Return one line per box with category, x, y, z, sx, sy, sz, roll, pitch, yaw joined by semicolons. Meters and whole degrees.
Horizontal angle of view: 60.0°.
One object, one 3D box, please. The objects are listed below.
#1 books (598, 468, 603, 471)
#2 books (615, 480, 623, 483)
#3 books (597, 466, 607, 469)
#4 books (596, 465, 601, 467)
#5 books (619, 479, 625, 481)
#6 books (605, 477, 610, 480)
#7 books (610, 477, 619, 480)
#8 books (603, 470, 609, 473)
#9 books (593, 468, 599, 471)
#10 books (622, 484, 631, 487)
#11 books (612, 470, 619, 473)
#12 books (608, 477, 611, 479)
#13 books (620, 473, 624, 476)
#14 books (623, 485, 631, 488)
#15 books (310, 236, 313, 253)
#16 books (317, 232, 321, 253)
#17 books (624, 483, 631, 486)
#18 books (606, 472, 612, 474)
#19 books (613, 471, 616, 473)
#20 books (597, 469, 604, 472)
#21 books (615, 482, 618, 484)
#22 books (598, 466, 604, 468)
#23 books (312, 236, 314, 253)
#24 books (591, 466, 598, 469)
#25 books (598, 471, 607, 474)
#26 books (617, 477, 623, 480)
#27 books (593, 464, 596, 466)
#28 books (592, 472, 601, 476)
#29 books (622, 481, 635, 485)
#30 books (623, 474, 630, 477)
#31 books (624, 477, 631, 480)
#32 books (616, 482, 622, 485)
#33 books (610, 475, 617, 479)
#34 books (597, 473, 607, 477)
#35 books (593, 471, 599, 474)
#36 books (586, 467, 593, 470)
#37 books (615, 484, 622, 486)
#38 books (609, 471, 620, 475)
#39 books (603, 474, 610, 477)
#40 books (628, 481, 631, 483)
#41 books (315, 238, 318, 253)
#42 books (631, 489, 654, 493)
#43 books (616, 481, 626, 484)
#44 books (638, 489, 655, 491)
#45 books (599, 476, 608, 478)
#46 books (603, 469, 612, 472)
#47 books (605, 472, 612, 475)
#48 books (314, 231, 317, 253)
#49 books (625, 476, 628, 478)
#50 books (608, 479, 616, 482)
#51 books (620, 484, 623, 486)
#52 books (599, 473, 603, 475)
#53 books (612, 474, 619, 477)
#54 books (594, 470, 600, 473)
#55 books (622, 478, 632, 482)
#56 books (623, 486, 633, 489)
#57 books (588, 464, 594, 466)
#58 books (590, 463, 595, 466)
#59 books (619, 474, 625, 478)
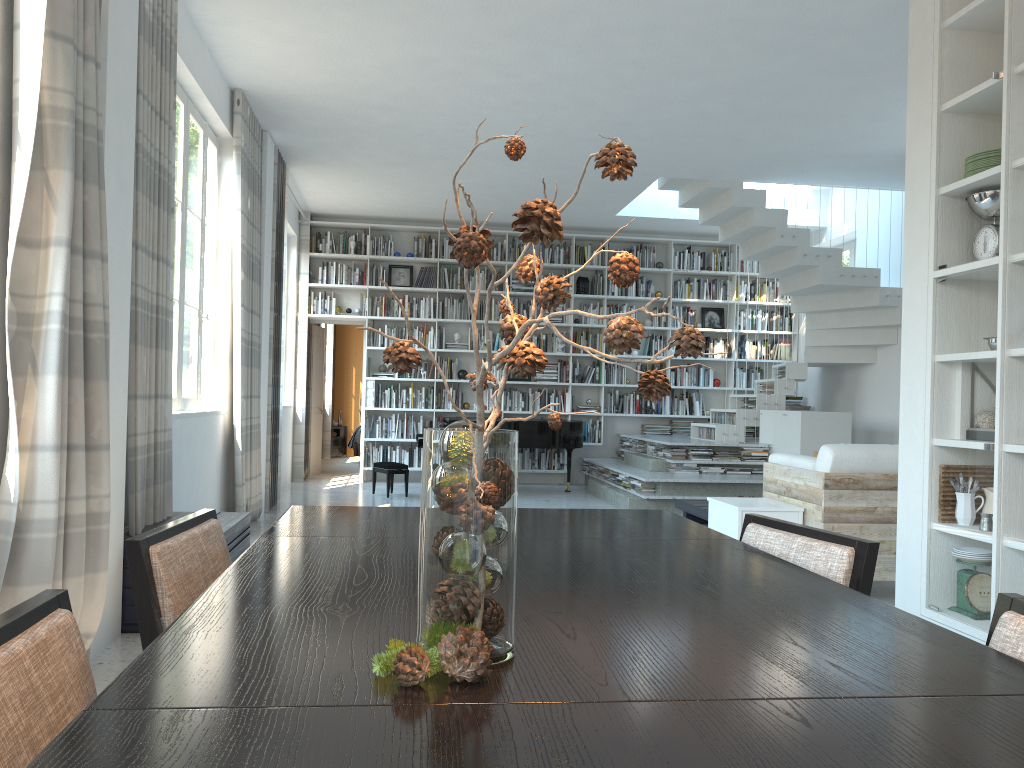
books;1.090;0.982;10.208;0.182;0.016;0.199;2;-1;-2
books;1.204;1.022;9.289;0.189;0.013;0.215;2;-1;-9
books;1.098;0.967;10.209;0.171;0.015;0.253;2;-1;-10
books;1.086;0.945;10.207;0.193;0.005;0.225;2;-1;-11
books;1.210;1.003;9.290;0.171;0.007;0.260;2;-1;-4
books;1.134;1.060;9.901;0.161;0.008;0.254;2;-1;-2
books;1.172;1.026;9.593;0.177;0.011;0.220;2;-1;-5
books;1.135;0.978;9.901;0.165;0.014;0.235;2;-1;-12
books;1.058;1.012;10.518;0.171;0.020;0.193;2;-1;-3
books;1.238;1.032;8.990;0.191;0.006;0.275;2;-1;-5
books;1.184;0.946;9.595;0.160;0.008;0.239;2;-1;-6
books;1.156;1.054;9.903;0.128;0.005;0.296;2;-1;-5
books;1.222;0.949;9.292;0.139;0.013;0.288;2;-1;-2
books;1.244;1.039;8.991;0.178;0.009;0.276;2;-1;-9
books;-2.439;-1.682;10.821;0.024;0.228;0.130;2;0;-7
books;-2.350;-1.701;10.810;0.025;0.269;0.177;2;-1;-7
books;1.253;1.026;8.992;0.170;0.006;0.268;2;-1;-7
books;1.142;0.989;9.902;0.169;0.009;0.241;2;-1;-7
books;1.188;0.953;9.595;0.157;0.007;0.268;2;-1;-7
books;1.096;0.995;10.209;0.169;0.009;0.241;2;-1;-11
books;1.182;1.062;9.595;0.142;0.012;0.291;2;-1;-3
books;1.101;0.954;10.209;0.174;0.011;0.227;2;-1;-8
books;-2.414;-1.680;10.814;0.023;0.223;0.151;2;-1;-7
books;1.056;0.994;10.518;0.180;0.015;0.294;2;-1;-9
books;1.100;1.018;10.209;0.159;0.011;0.246;2;-1;-11
books;1.208;0.991;9.290;0.180;0.017;0.182;2;-1;-10
books;1.067;0.966;10.519;0.159;0.006;0.285;2;-1;-5
books;1.054;1.068;10.517;0.177;0.026;0.230;2;-1;-4
books;1.242;1.001;8.991;0.191;0.015;0.246;2;-1;-6
books;1.243;0.930;8.991;0.182;0.016;0.256;2;-1;-4
books;1.253;0.959;8.992;0.175;0.006;0.251;2;-1;-7
books;1.213;1.048;9.290;0.171;0.005;0.297;2;-1;-8
books;1.174;1.008;9.594;0.160;0.025;0.244;2;-1;-12
books;1.100;1.049;10.209;0.159;0.012;0.292;2;-1;-10
books;1.061;1.048;10.518;0.172;0.014;0.221;2;-1;-6
books;1.011;1.031;10.822;0.191;0.028;0.212;2;-1;-3
books;1.197;1.061;9.288;0.193;0.005;0.225;2;-1;-11
books;1.173;0.963;9.594;0.170;0.014;0.281;2;-1;-10
books;1.133;1.022;9.901;0.182;0.013;0.287;2;-1;-6
books;1.255;0.992;8.992;0.150;0.004;0.290;2;-1;-3
books;-2.377;-1.664;10.813;0.024;0.195;0.167;2;-1;-7
books;1.279;1.046;8.688;0.184;0.017;0.230;2;-1;-5
books;1.209;1.033;9.290;0.180;0.008;0.267;2;-1;-8
books;1.310;1.031;8.692;0.132;0.014;0.205;2;-1;-7
books;1.104;1.070;10.209;0.157;0.014;0.180;2;-1;-10
books;1.132;0.965;9.901;0.179;0.012;0.249;2;-1;-10
books;1.147;0.998;9.902;0.155;0.009;0.297;2;-1;-6
books;-2.394;-1.711;10.807;0.014;0.286;0.175;2;-1;-7
books;1.244;0.943;8.991;0.178;0.010;0.196;2;-1;-2
books;1.162;1.045;9.592;0.189;0.009;0.291;2;-1;-4
books;1.217;1.055;9.291;0.147;0.008;0.236;2;-1;-2
books;1.105;1.037;10.210;0.165;0.012;0.205;2;-1;-7
books;1.186;0.988;9.595;0.142;0.017;0.239;2;-1;-11
books;1.075;1.038;10.520;0.149;0.007;0.300;2;-1;-7
books;1.244;0.977;8.991;0.168;0.013;0.281;2;-1;-12
books;1.234;1.051;8.989;0.191;0.016;0.209;2;-1;-2
books;1.029;0.995;10.825;0.160;0.009;0.291;2;-1;-5
books;1.044;0.979;10.826;0.135;0.014;0.297;2;-1;-6
books;1.223;0.969;9.292;0.141;0.028;0.222;2;-1;-12
